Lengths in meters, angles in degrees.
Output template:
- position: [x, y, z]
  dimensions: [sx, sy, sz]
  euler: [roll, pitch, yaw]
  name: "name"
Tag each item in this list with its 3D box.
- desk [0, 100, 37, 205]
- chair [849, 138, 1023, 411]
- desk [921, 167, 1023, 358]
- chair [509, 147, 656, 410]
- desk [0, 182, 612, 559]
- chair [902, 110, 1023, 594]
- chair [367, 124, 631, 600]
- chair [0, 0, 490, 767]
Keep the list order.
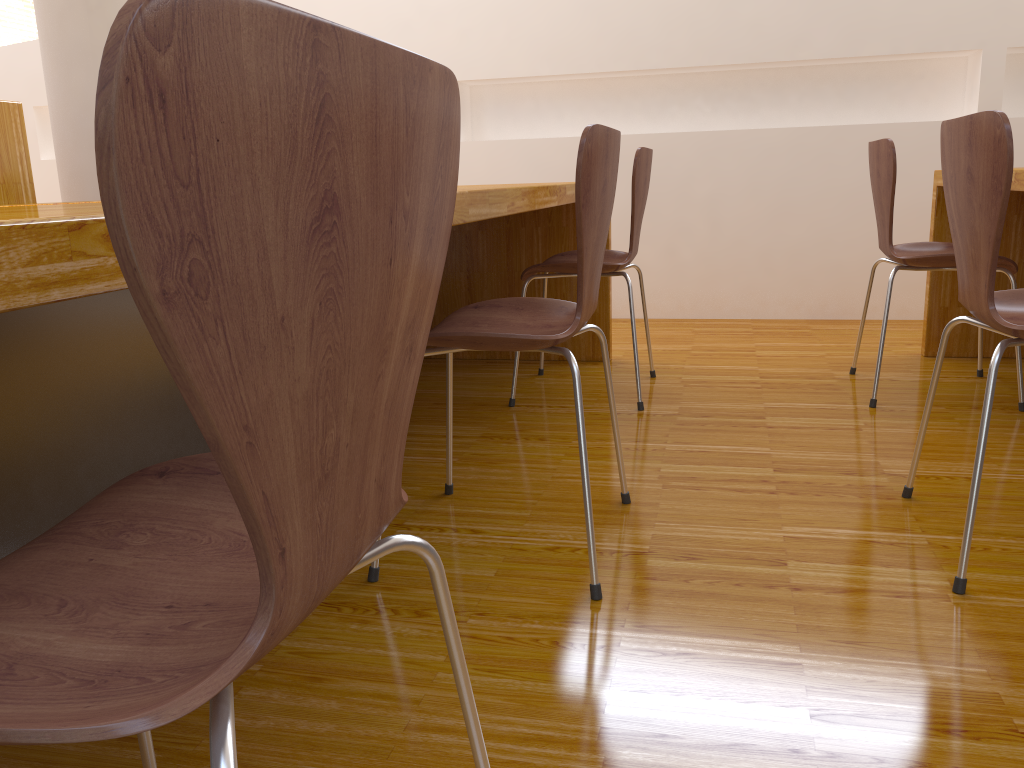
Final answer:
- position: [-2.639, -0.222, 1.552]
  dimensions: [3.194, 0.762, 1.247]
  euler: [1, 13, 13]
  name: "desk"
- position: [1.170, -0.318, 2.434]
  dimensions: [0.381, 0.693, 0.428]
  euler: [1, 13, 13]
  name: "chair"
- position: [1.622, 0.175, 1.344]
  dimensions: [1.248, 1.022, 3.216]
  euler: [1, 13, 13]
  name: "desk"
- position: [0.212, -0.316, 2.565]
  dimensions: [0.381, 0.693, 0.428]
  euler: [1, 13, 13]
  name: "chair"
- position: [-0.379, -0.052, 1.689]
  dimensions: [0.760, 0.606, 3.356]
  euler: [1, 13, 13]
  name: "desk"
- position: [0.877, -0.069, 1.396]
  dimensions: [0.381, 0.693, 0.428]
  euler: [1, 13, 13]
  name: "chair"
- position: [-0.011, -0.064, 1.497]
  dimensions: [0.381, 0.693, 0.428]
  euler: [1, 13, 13]
  name: "chair"
- position: [-0.236, 0.155, 0.578]
  dimensions: [0.381, 0.693, 0.428]
  euler: [1, 13, 13]
  name: "chair"
